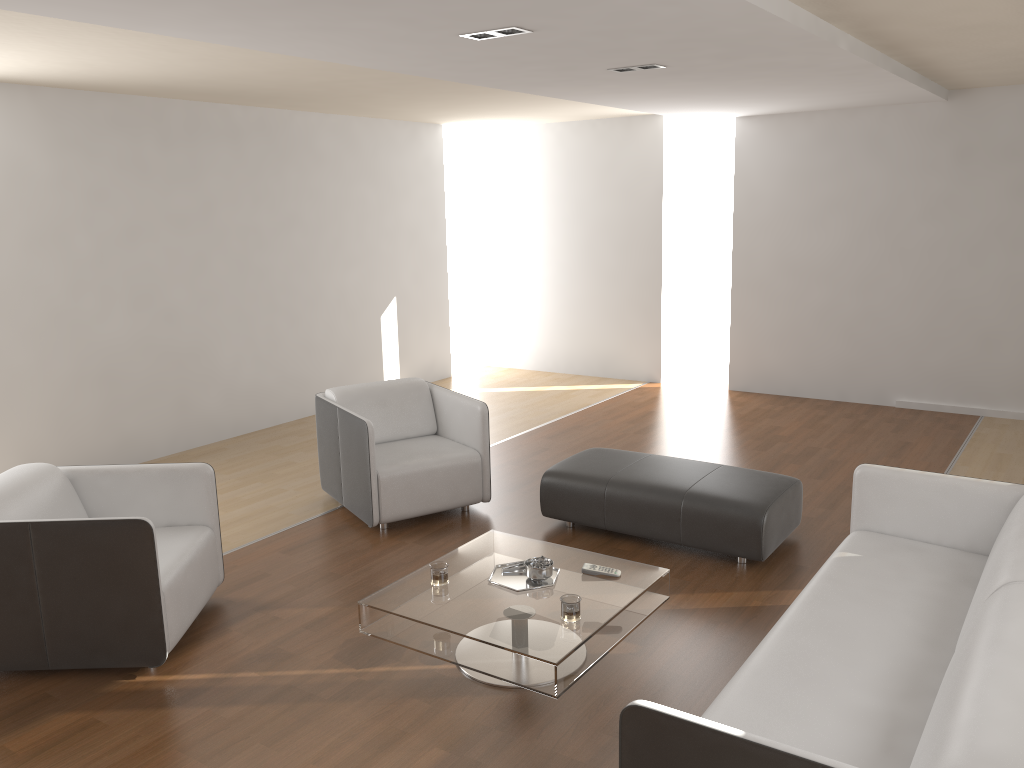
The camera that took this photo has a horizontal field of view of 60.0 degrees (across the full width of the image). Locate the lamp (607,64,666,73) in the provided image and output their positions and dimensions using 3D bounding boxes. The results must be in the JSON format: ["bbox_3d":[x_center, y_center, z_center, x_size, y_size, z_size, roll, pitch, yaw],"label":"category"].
[{"bbox_3d":[0.686,-1.780,4.879,0.291,0.087,0.146,6,14,34],"label":"lamp"}]

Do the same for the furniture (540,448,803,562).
[{"bbox_3d":[0.865,0.612,4.884,1.291,0.301,0.685,6,14,34],"label":"furniture"}]

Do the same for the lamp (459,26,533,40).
[{"bbox_3d":[-0.070,-1.540,3.787,0.291,0.087,0.146,6,14,34],"label":"lamp"}]

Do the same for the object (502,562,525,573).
[{"bbox_3d":[0.028,0.755,3.681,0.147,0.035,0.051,-4,12,-14],"label":"object"}]

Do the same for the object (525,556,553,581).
[{"bbox_3d":[0.110,0.747,3.600,0.118,0.079,0.117,9,15,40],"label":"object"}]

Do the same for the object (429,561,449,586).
[{"bbox_3d":[-0.293,0.765,3.575,0.079,0.077,0.079,3,12,22],"label":"object"}]

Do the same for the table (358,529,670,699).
[{"bbox_3d":[0.031,0.950,3.574,0.900,0.300,0.900,6,14,34],"label":"table"}]

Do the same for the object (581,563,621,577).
[{"bbox_3d":[0.367,0.763,3.630,0.158,0.029,0.064,2,12,15],"label":"object"}]

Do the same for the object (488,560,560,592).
[{"bbox_3d":[0.050,0.781,3.620,0.315,0.011,0.273,9,15,40],"label":"object"}]

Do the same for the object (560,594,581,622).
[{"bbox_3d":[0.215,0.820,3.244,0.079,0.077,0.079,3,12,22],"label":"object"}]

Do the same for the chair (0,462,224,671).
[{"bbox_3d":[-1.816,0.745,3.771,0.919,0.706,0.767,-1,11,-1],"label":"chair"}]

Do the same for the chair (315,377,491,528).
[{"bbox_3d":[-0.685,0.365,5.396,0.767,0.661,0.919,-8,13,-30],"label":"chair"}]

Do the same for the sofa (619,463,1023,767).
[{"bbox_3d":[1.256,0.856,2.765,0.919,0.661,2.238,6,14,34],"label":"sofa"}]
